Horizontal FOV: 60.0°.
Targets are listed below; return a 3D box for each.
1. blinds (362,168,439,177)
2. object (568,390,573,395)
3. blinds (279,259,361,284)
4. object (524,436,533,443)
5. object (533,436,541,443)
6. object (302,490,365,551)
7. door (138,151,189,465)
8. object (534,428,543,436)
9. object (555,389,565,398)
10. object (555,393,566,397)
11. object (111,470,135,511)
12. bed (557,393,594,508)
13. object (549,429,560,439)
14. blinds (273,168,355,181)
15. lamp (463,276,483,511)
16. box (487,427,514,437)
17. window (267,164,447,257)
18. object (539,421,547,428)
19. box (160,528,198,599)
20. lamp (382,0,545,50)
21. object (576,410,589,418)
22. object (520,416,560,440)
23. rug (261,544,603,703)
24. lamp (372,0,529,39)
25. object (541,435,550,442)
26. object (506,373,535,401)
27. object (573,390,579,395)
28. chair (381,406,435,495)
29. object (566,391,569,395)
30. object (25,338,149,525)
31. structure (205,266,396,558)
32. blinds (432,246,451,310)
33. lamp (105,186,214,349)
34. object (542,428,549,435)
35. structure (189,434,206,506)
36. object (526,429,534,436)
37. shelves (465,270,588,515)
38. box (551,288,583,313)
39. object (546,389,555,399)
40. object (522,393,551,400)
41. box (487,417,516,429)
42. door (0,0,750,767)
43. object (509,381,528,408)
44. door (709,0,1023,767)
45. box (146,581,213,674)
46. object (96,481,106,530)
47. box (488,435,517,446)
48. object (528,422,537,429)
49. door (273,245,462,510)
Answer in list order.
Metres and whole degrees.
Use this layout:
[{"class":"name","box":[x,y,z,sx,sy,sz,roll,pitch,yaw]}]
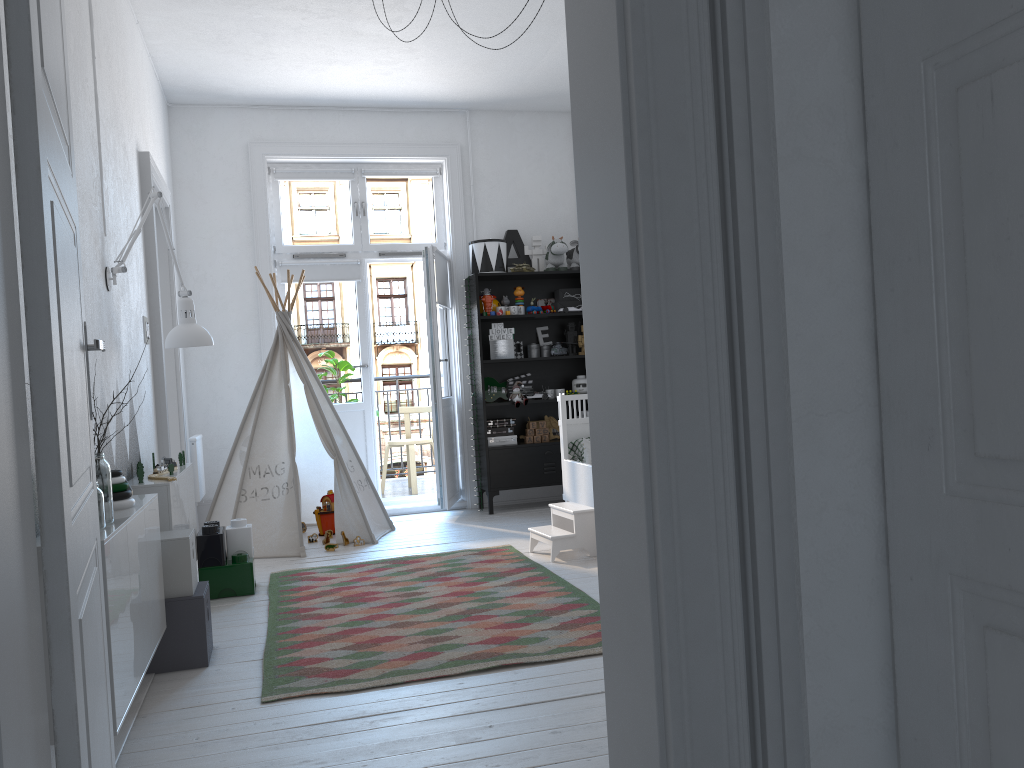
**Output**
[{"class":"blinds","box":[-0.814,-1.549,6.500,0.565,0.060,0.032,-4,1,-15]},{"class":"object","box":[0.424,0.072,6.420,0.042,0.054,0.031,-4,1,-15]},{"class":"blinds","box":[-1.371,-0.806,6.351,0.565,0.158,0.032,-4,1,-15]},{"class":"object","box":[0.120,0.397,6.329,0.050,0.050,0.050,-4,1,-15]},{"class":"object","box":[0.177,0.394,6.345,0.050,0.050,0.050,-4,1,-10]},{"class":"object","box":[-1.097,0.826,5.547,0.385,0.284,0.856,-4,1,-23]},{"class":"door","box":[-2.106,-0.052,5.055,0.505,2.177,1.465,-4,1,-30]},{"class":"object","box":[0.189,0.343,6.348,0.050,0.050,0.050,-4,1,-15]},{"class":"object","box":[0.348,0.070,6.400,0.067,0.067,0.067,-3,1,-1]},{"class":"object","box":[0.351,0.085,6.563,0.163,0.034,0.069,-4,1,-15]},{"class":"object","box":[-1.215,0.316,2.661,0.148,0.113,0.231,-4,1,-25]},{"class":"bed","box":[0.776,0.446,4.768,0.670,0.833,1.404,-4,1,-15]},{"class":"object","box":[0.347,0.344,6.621,0.347,0.120,0.034,-4,1,-15]},{"class":"blinds","box":[-1.412,-1.499,6.340,0.565,0.087,0.032,-4,1,-15]},{"class":"lamp","box":[0.149,0.043,6.475,0.985,1.684,0.095,-4,1,-17]},{"class":"box","box":[-0.109,0.343,6.360,0.215,0.062,0.179,-4,1,-15]},{"class":"window","box":[-1.108,-1.268,6.442,1.263,0.660,0.101,-4,1,-15]},{"class":"object","box":[0.221,0.292,6.371,0.050,0.050,0.050,-3,1,5]},{"class":"box","box":[-1.239,0.641,3.155,0.202,0.206,0.199,-4,1,-15]},{"class":"lamp","box":[-0.139,-1.240,3.924,0.074,1.530,1.381,-4,1,-40]},{"class":"object","box":[0.566,0.295,6.496,0.132,0.199,0.267,-4,1,-15]},{"class":"object","box":[0.222,0.325,6.495,0.337,0.186,0.111,-3,1,0]},{"class":"rug","box":[-0.382,0.932,3.825,1.319,0.016,2.028,-4,0,-15]},{"class":"lamp","box":[-0.177,-1.237,3.790,0.074,1.530,1.381,-4,1,-40]},{"class":"object","box":[0.241,0.390,6.362,0.050,0.050,0.050,-3,1,15]},{"class":"object","box":[0.061,0.022,6.486,0.200,0.199,0.048,-4,1,-15]},{"class":"object","box":[0.461,0.070,6.399,0.042,0.054,0.031,-3,1,30]},{"class":"chair","box":[-0.856,0.552,7.573,0.436,0.715,0.498,-3,1,30]},{"class":"object","box":[0.397,0.074,6.358,0.031,0.054,0.042,-3,1,35]},{"class":"object","box":[-1.064,0.123,2.283,0.258,0.484,0.406,-4,1,-17]},{"class":"structure","box":[-1.394,0.118,5.559,1.142,1.750,1.143,-4,1,-39]},{"class":"blinds","box":[-0.490,-0.742,6.295,0.032,0.390,0.565,-3,1,5]},{"class":"lamp","box":[-1.478,-0.474,3.599,0.200,0.656,0.651,-3,1,18]},{"class":"object","box":[0.234,0.340,6.388,0.050,0.050,0.050,-4,1,-15]},{"class":"structure","box":[-2.023,0.561,5.717,0.075,0.460,0.635,-4,1,-19]},{"class":"object","box":[0.129,0.347,6.352,0.050,0.050,0.050,-4,1,-15]},{"class":"shelves","box":[0.191,0.045,6.420,0.911,1.678,0.353,-4,1,-15]},{"class":"box","box":[0.435,-0.606,6.533,0.251,0.189,0.179,-4,1,-15]},{"class":"object","box":[0.278,0.074,6.430,0.067,0.067,0.067,-3,1,-1]},{"class":"object","box":[0.168,0.091,6.360,0.230,0.048,0.098,-3,1,10]},{"class":"box","box":[-0.095,0.281,6.365,0.215,0.062,0.179,-4,1,-15]},{"class":"door","box":[-0.353,-0.130,1.533,1.022,2.177,1.040,-4,1,-15]},{"class":"object","box":[0.046,0.072,6.206,0.110,0.186,0.129,-4,1,-28]},{"class":"door","box":[0.526,-0.177,0.846,0.261,2.177,0.981,-4,1,-15]},{"class":"box","box":[-1.217,0.872,3.169,0.254,0.259,0.251,-4,1,-15]},{"class":"object","box":[-1.066,0.306,2.204,0.091,0.121,0.098,-3,1,23]},{"class":"box","box":[-0.087,0.403,6.366,0.215,0.062,0.179,-4,1,-15]},{"class":"object","box":[0.145,0.296,6.349,0.050,0.050,0.050,-4,1,-15]},{"class":"door","box":[-0.978,-0.023,6.221,1.263,1.839,0.636,-4,1,-13]}]
